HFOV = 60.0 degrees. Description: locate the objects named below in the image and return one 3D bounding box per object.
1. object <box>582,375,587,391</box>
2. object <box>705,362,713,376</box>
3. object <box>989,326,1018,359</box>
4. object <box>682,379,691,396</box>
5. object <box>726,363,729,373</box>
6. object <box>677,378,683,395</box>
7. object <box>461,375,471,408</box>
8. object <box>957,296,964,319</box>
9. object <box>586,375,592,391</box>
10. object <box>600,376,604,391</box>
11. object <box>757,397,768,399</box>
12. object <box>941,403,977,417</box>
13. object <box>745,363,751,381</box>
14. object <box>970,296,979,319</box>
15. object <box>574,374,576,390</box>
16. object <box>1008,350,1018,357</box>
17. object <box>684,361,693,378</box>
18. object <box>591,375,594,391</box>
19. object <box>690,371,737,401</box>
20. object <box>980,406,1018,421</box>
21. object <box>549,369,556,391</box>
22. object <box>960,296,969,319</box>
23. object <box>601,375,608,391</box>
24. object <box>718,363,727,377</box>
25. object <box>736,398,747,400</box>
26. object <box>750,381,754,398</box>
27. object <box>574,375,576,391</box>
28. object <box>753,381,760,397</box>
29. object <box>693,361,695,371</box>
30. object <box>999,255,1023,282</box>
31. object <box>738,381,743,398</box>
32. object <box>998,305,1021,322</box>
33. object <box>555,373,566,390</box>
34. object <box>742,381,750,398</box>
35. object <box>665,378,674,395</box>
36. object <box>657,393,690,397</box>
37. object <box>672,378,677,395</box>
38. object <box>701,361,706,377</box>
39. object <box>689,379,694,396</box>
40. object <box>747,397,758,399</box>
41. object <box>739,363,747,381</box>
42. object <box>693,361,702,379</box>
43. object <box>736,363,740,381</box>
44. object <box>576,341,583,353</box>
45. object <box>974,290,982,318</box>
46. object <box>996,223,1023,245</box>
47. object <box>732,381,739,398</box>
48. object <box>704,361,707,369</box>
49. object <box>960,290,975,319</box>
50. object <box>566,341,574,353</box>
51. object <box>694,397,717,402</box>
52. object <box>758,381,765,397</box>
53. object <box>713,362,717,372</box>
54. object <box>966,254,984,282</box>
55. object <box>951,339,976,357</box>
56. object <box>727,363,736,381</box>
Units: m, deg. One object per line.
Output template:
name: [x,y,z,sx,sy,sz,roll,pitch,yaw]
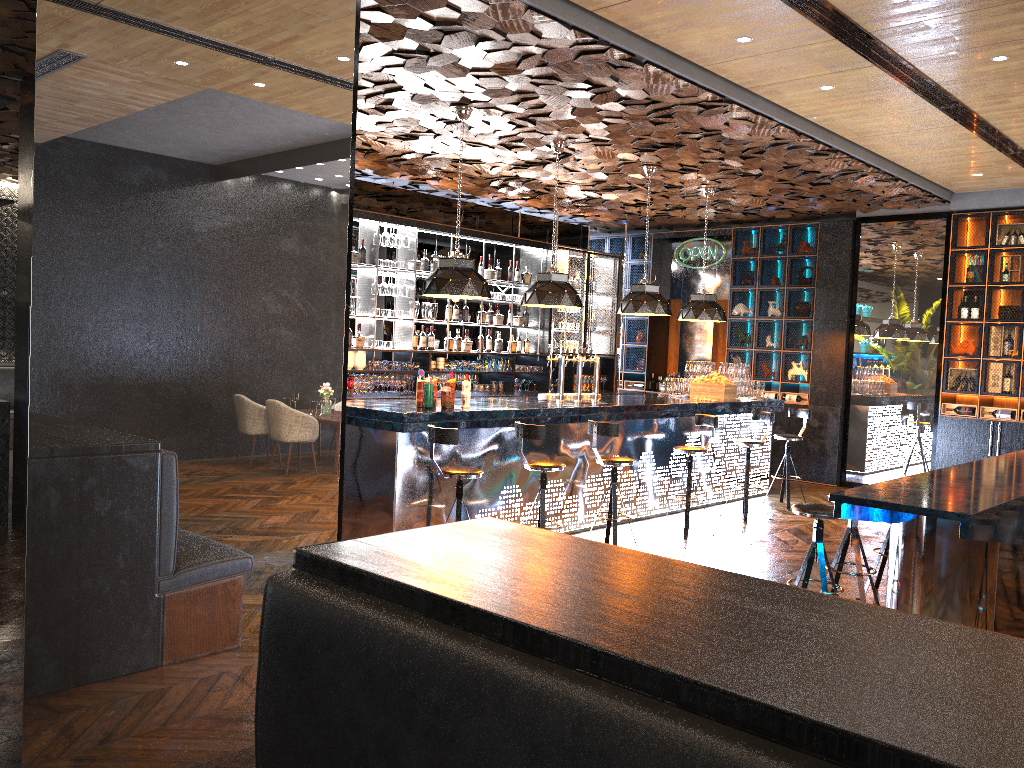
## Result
object: [1.046,-0.013,12.800,0.079,0.231,0.079,2,3,-21]
object: [2.415,-0.168,10.851,0.105,0.209,0.105,1,3,-22]
object: [5.866,-0.499,10.590,0.304,0.396,0.162,3,3,18]
object: [2.044,0.046,10.409,0.105,0.209,0.105,3,3,18]
object: [2.546,-0.147,10.502,0.105,0.209,0.105,1,3,-22]
object: [2.005,0.039,10.526,0.105,0.209,0.105,1,3,-22]
object: [-0.374,0.058,7.181,0.081,0.264,0.099,1,3,-27]
object: [5.527,-0.922,10.895,0.086,0.313,0.086,2,3,-9]
object: [1.111,-0.013,12.865,0.079,0.231,0.079,2,3,-12]
object: [1.299,-0.011,13.061,0.101,0.227,0.101,3,3,20]
object: [2.889,0.158,10.869,0.437,0.019,0.273,5,3,43]
object: [5.442,0.313,10.759,0.122,0.132,0.396,0,4,-45]
object: [2.810,-0.141,10.627,0.105,0.209,0.105,1,3,-22]
object: [5.606,-0.906,10.736,0.088,0.306,0.088,0,3,-39]
object: [0.911,-0.024,12.903,0.079,0.231,0.079,4,3,36]
object: [5.950,-0.366,10.456,0.189,0.183,0.085,4,3,38]
object: [2.138,-0.174,10.710,0.105,0.209,0.105,1,3,-22]
object: [1.179,-0.014,12.941,0.079,0.231,0.079,5,3,39]
object: [2.332,0.011,10.198,0.340,0.332,0.464,0,4,-44]
object: [5.760,0.347,10.468,0.122,0.132,0.396,0,3,-43]
object: [0.542,-0.061,12.432,0.170,0.313,0.170,4,3,37]
object: [5.517,-0.913,10.801,0.088,0.306,0.088,0,3,-39]
object: [1.367,-0.014,13.194,0.101,0.227,0.101,3,3,20]
object: [2.474,-0.146,10.416,0.105,0.209,0.105,1,3,-22]
object: [2.523,0.161,10.440,0.437,0.019,0.273,5,3,43]
object: [2.838,0.071,10.601,0.105,0.209,0.105,1,3,-22]
object: [0.924,-0.013,12.666,0.079,0.231,0.079,5,3,39]
object: [2.954,0.071,10.764,0.105,0.209,0.105,3,3,18]
object: [2.210,-0.175,10.796,0.105,0.209,0.105,1,3,-22]
object: [5.904,-1.337,10.493,0.222,0.352,0.119,5,3,43]
object: [2.653,0.072,10.388,0.105,0.209,0.105,1,3,-22]
object: [5.889,-0.832,10.497,0.182,0.187,0.187,2,3,-12]
object: [0.678,-0.024,12.499,0.158,0.248,0.158,4,3,37]
object: [2.772,0.072,10.511,0.105,0.209,0.105,1,3,-22]
object: [1.874,0.032,10.562,0.105,0.209,0.105,1,3,-22]
object: [1.979,0.134,10.514,0.437,0.019,0.273,5,3,43]
object: [1.947,0.031,10.651,0.105,0.209,0.105,1,3,-22]
object: [2.288,-0.167,10.708,0.105,0.209,0.105,1,3,-22]
object: [2.126,0.047,10.480,0.105,0.209,0.105,3,3,18]
object: [2.708,0.160,10.654,0.437,0.019,0.273,5,3,43]
object: [2.751,-0.140,10.557,0.105,0.209,0.105,1,3,-22]
object: [2.229,-0.167,10.638,0.105,0.209,0.105,1,3,-22]
object: [2.624,-0.140,10.413,0.105,0.209,0.105,1,3,-22]
object: [0.979,-0.517,12.861,0.105,0.209,0.105,4,3,28]
object: [5.734,-0.949,10.839,0.144,0.392,0.116,4,3,38]
object: [5.962,-1.744,10.509,0.361,0.297,0.152,5,3,41]
object: [2.587,0.073,10.297,0.105,0.209,0.105,1,3,-22]
object: [2.395,-0.176,11.010,0.105,0.209,0.105,1,3,-22]
object: [5.634,-0.959,10.968,0.116,0.392,0.144,0,3,-42]
object: [0.826,-0.516,12.690,0.105,0.209,0.105,4,3,28]
object: [2.158,0.170,9.882,0.198,0.045,0.377,2,3,-9]
object: [3.036,0.071,10.836,0.105,0.209,0.105,3,3,18]
object: [2.473,-0.169,10.921,0.105,0.209,0.105,1,3,-22]
object: [5.654,-1.379,10.790,0.222,0.390,0.224,4,3,27]
object: [5.470,-0.438,10.750,0.278,0.222,0.138,5,3,42]
object: [2.566,-0.139,10.344,0.105,0.209,0.105,1,3,-22]
